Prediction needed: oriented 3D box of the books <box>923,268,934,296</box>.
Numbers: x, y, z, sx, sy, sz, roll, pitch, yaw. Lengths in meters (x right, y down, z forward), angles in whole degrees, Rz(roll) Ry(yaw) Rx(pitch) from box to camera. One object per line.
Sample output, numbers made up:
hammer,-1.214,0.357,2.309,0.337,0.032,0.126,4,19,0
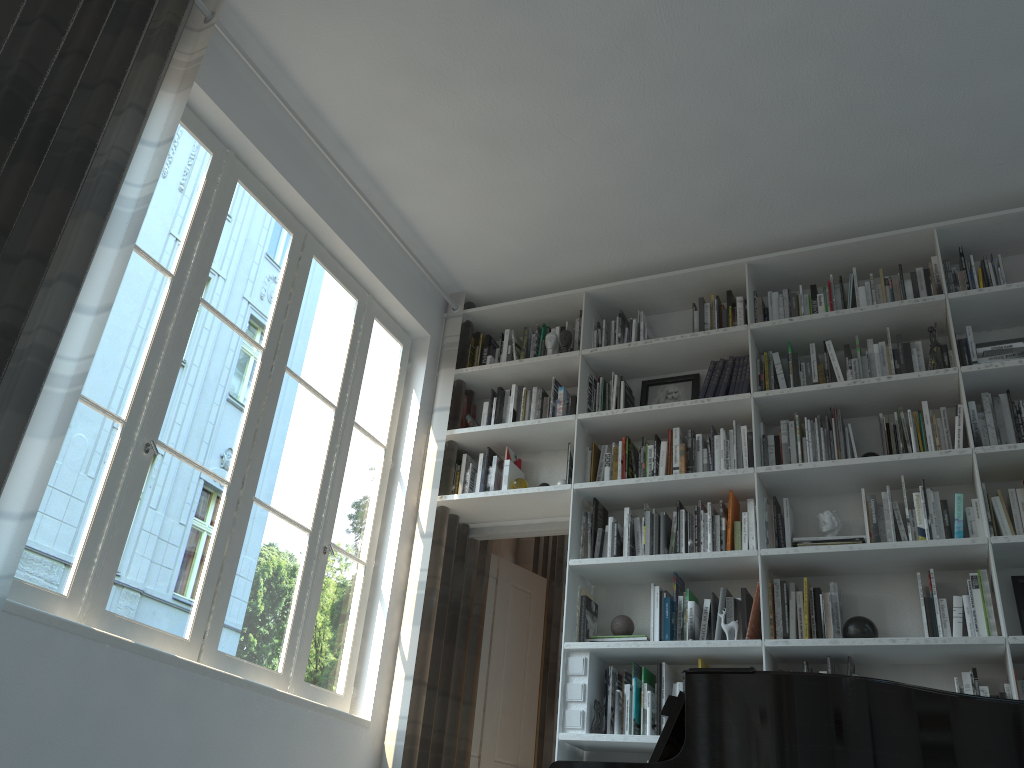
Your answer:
books,1.913,-0.386,4.054,0.026,0.224,0.173,-8,-31,23

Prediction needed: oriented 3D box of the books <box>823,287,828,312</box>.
books,1.514,-0.326,4.245,0.013,0.233,0.155,-8,-31,23

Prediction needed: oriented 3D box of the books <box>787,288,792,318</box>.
books,1.366,-0.315,4.308,0.012,0.248,0.175,-8,-31,23

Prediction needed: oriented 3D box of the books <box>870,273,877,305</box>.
books,1.711,-0.366,4.172,0.014,0.267,0.157,-8,-31,23

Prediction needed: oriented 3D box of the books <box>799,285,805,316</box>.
books,1.417,-0.327,4.292,0.010,0.263,0.161,-8,-31,23

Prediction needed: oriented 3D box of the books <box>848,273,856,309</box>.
books,1.610,-0.362,4.203,0.052,0.271,0.173,-8,-31,24

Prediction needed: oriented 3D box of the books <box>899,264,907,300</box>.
books,1.823,-0.395,4.118,0.013,0.284,0.160,-8,-31,23

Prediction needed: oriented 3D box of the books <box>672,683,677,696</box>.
books,0.685,1.374,3.678,0.045,0.229,0.138,-8,-31,24

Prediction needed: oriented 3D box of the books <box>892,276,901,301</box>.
books,1.786,-0.362,4.095,0.026,0.199,0.188,-8,-32,23

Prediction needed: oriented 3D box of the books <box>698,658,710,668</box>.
books,0.796,1.309,3.634,0.021,0.321,0.172,-8,-31,23

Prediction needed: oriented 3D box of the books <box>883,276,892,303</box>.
books,1.760,-0.362,4.129,0.021,0.227,0.161,-8,-31,23

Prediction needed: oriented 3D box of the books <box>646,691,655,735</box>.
books,0.593,1.389,3.679,0.016,0.188,0.184,-8,-32,23

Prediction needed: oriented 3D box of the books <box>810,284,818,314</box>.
books,1.475,-0.328,4.283,0.028,0.266,0.152,-8,-31,23

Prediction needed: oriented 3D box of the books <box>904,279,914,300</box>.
books,1.836,-0.356,4.080,0.031,0.184,0.177,-8,-32,23

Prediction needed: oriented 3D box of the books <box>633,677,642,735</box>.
books,0.541,1.372,3.715,0.009,0.243,0.185,-8,-31,24

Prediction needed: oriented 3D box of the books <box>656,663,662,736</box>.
books,0.636,1.335,3.688,0.019,0.298,0.180,-8,-31,23

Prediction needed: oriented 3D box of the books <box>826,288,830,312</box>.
books,1.522,-0.323,4.230,0.011,0.214,0.160,-8,-31,23

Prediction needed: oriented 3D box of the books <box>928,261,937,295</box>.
books,1.936,-0.403,4.062,0.014,0.265,0.172,-8,-31,23

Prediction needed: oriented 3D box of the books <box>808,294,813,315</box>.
books,1.455,-0.302,4.280,0.012,0.215,0.151,-8,-31,23

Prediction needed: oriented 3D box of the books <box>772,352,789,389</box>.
books,1.280,0.007,4.174,0.067,0.273,0.168,-8,-31,24

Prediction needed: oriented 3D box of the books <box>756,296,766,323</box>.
books,1.234,-0.291,4.362,0.029,0.236,0.157,-8,-31,23

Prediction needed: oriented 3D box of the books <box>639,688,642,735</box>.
books,0.563,1.400,3.727,0.016,0.210,0.146,-8,-31,23

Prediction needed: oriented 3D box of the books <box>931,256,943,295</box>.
books,1.953,-0.417,4.056,0.026,0.287,0.177,-8,-31,23

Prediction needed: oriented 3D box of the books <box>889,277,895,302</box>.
books,1.769,-0.361,4.107,0.013,0.206,0.178,-8,-31,23

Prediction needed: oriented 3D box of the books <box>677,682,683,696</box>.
books,0.711,1.362,3.650,0.027,0.228,0.159,-8,-31,23

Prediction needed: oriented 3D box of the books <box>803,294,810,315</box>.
books,1.442,-0.304,4.298,0.025,0.233,0.130,-8,-31,23

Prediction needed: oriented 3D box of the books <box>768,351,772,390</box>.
books,1.242,0.006,4.215,0.014,0.307,0.130,-8,-31,23

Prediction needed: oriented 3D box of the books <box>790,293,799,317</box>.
books,1.377,-0.305,4.280,0.029,0.207,0.179,-8,-31,23

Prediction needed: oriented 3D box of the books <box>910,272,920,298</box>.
books,1.868,-0.378,4.089,0.026,0.236,0.150,-8,-31,23

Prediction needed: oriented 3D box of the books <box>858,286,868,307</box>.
books,1.659,-0.330,4.165,0.031,0.189,0.182,-8,-32,23

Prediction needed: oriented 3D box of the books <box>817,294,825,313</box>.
books,1.494,-0.307,4.249,0.030,0.200,0.152,-8,-31,23

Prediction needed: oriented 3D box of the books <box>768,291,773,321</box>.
books,1.291,-0.303,4.372,0.021,0.277,0.141,-8,-31,23

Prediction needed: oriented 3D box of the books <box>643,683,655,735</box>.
books,0.581,1.380,3.695,0.015,0.218,0.191,-8,-31,23

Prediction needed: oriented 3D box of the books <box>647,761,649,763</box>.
books,0.571,1.678,3.548,0.027,0.298,0.143,-8,-31,23

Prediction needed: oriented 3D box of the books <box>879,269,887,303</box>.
books,1.742,-0.380,4.139,0.014,0.265,0.193,-8,-31,23

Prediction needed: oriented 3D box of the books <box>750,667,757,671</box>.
books,0.979,1.293,3.536,0.014,0.285,0.180,-8,-31,23

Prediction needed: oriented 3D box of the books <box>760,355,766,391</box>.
books,1.197,0.017,4.187,0.023,0.255,0.175,-8,-31,23

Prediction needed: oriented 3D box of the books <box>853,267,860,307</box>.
books,1.648,-0.378,4.210,0.014,0.313,0.167,-8,-31,23

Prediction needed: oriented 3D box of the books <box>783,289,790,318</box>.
books,1.351,-0.311,4.319,0.023,0.250,0.171,-8,-31,23

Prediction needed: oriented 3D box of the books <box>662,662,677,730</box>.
books,0.656,1.336,3.693,0.012,0.304,0.190,-8,-31,23

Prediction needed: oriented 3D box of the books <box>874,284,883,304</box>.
books,1.731,-0.341,4.157,0.029,0.212,0.142,-8,-31,23

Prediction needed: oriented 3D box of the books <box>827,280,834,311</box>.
books,1.534,-0.340,4.234,0.013,0.250,0.184,-8,-31,23

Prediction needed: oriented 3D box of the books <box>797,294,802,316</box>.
books,1.403,-0.302,4.281,0.015,0.206,0.167,-8,-31,23

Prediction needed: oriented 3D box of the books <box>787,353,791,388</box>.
books,1.311,0.005,4.149,0.011,0.258,0.158,-8,-31,23

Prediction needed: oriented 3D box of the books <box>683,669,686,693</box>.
books,0.732,1.336,3.653,0.014,0.280,0.151,-8,-31,23

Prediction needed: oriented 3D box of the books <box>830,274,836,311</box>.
books,1.548,-0.361,4.242,0.010,0.297,0.151,-8,-31,23

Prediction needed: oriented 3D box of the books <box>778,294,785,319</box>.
books,1.327,-0.296,4.318,0.023,0.219,0.182,-8,-31,23

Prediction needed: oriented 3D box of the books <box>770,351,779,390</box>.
books,1.242,0.004,4.187,0.010,0.286,0.149,-8,-31,23

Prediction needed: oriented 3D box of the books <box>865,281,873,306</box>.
books,1.691,-0.350,4.171,0.026,0.234,0.135,-8,-31,23

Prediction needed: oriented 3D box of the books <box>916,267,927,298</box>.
books,1.898,-0.388,4.090,0.030,0.259,0.152,-8,-31,23

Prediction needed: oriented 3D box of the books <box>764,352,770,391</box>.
books,1.220,0.009,4.198,0.013,0.282,0.159,-8,-31,23

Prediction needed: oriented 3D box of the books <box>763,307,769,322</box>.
books,1.262,-0.263,4.351,0.024,0.182,0.134,-8,-31,23

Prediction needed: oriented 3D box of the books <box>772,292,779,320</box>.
books,1.306,-0.305,4.341,0.031,0.253,0.146,-8,-31,24

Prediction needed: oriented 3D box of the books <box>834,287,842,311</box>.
books,1.568,-0.330,4.229,0.029,0.234,0.130,-8,-31,24

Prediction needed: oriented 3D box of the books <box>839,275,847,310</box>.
books,1.582,-0.358,4.218,0.013,0.275,0.165,-8,-31,23

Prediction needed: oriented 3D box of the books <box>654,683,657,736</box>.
books,0.623,1.385,3.709,0.016,0.229,0.137,-8,-31,23

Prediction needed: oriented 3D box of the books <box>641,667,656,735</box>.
books,0.572,1.349,3.711,0.007,0.285,0.183,-8,-31,23
